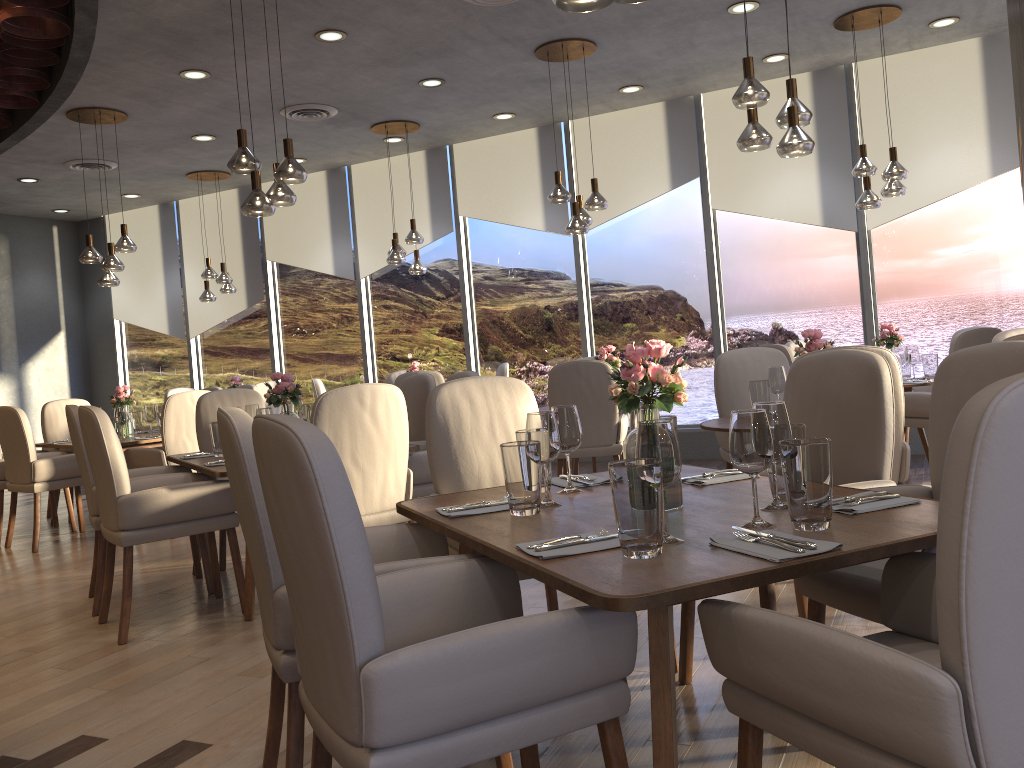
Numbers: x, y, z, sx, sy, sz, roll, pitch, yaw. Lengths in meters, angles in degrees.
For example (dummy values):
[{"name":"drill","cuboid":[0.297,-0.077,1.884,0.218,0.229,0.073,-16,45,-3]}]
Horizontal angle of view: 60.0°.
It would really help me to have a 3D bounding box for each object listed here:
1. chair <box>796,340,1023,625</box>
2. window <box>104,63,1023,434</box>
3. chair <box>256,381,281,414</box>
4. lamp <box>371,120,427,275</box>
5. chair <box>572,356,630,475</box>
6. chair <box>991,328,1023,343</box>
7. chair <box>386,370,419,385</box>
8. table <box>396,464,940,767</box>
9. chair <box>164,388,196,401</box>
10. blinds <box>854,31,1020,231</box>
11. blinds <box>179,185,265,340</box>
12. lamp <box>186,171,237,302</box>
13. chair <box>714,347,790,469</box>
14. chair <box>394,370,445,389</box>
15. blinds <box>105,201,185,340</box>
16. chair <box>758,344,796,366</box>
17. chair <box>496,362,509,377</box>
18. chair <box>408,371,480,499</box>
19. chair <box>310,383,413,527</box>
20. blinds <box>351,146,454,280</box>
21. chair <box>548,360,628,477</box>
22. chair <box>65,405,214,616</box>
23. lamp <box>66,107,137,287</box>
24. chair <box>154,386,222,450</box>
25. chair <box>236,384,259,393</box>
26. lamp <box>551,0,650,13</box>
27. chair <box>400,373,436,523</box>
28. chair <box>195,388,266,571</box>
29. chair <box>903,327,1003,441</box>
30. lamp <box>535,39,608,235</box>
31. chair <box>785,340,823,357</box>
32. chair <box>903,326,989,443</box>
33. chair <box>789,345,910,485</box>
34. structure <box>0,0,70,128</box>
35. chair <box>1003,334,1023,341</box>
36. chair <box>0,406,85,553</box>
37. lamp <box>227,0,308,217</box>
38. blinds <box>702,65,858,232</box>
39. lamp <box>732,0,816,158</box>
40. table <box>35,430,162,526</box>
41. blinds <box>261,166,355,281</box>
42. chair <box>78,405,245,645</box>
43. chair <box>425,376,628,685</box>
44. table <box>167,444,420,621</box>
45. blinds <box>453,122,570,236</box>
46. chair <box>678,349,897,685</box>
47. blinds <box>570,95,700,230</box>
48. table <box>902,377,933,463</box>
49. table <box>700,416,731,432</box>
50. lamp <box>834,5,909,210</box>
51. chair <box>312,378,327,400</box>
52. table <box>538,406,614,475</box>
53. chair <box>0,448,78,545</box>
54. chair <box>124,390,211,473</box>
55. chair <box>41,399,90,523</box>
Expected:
[{"name":"chair","cuboid":[1.061,0.411,2.182,0.600,1.000,0.528,-5,0,-21]},{"name":"window","cuboid":[1.404,-1.058,4.863,8.067,3.198,16.114,-5,2,-19]},{"name":"chair","cuboid":[-2.560,0.482,8.908,0.599,1.000,0.529,-4,1,40]},{"name":"lamp","cuboid":[-0.997,-1.654,7.990,0.439,1.326,0.440,-5,0,19]},{"name":"chair","cuboid":[0.659,0.288,6.867,0.528,1.000,0.600,-5,1,7]},{"name":"chair","cuboid":[2.476,0.240,3.843,0.528,1.000,0.599,-5,1,-14]},{"name":"chair","cuboid":[-0.959,0.365,8.519,0.528,1.000,0.599,-5,1,-12]},{"name":"table","cuboid":[0.370,0.633,2.178,0.965,0.666,1.306,-5,2,-23]},{"name":"chair","cuboid":[-3.436,0.528,9.667,0.599,1.000,0.529,-4,1,39]},{"name":"blinds","cuboid":[3.309,-2.613,6.952,1.172,2.681,0.007,-4,0,26]},{"name":"blinds","cuboid":[-3.393,-1.892,10.234,1.172,2.681,0.007,-4,0,26]},{"name":"lamp","cuboid":[-3.121,-1.524,9.278,0.439,1.326,0.440,-5,0,25]},{"name":"chair","cuboid":[1.359,0.303,4.708,0.528,1.000,0.600,-5,1,2]},{"name":"chair","cuboid":[-0.758,0.386,7.375,0.528,1.000,0.599,-5,1,-11]},{"name":"blinds","cuboid":[-4.513,-1.819,10.781,1.172,2.681,0.007,-4,0,26]},{"name":"chair","cuboid":[2.033,0.204,6.042,0.600,1.000,0.528,-5,0,-17]},{"name":"chair","cuboid":[-0.292,0.327,8.037,0.600,1.000,0.528,-5,0,-7]},{"name":"chair","cuboid":[-0.449,0.452,4.658,0.600,1.000,0.528,-5,1,-28]},{"name":"chair","cuboid":[-0.727,0.501,3.853,0.529,1.000,0.599,-5,1,-33]},{"name":"blinds","cuboid":[-1.190,-2.472,9.142,1.172,2.681,0.007,-4,0,26]},{"name":"chair","cuboid":[0.493,0.340,5.718,0.528,1.000,0.600,-5,1,7]},{"name":"chair","cuboid":[-1.883,0.574,4.476,0.600,1.000,0.528,-5,1,-28]},{"name":"lamp","cuboid":[-3.190,-1.440,6.935,0.440,1.326,0.439,-5,0,-25]},{"name":"chair","cuboid":[-2.786,0.543,7.635,0.527,1.000,0.600,-4,1,40]},{"name":"chair","cuboid":[-2.374,0.522,7.248,0.600,1.000,0.527,-5,1,-45]},{"name":"lamp","cuboid":[0.196,-1.557,2.153,0.439,1.326,0.439,-5,0,11]},{"name":"chair","cuboid":[-0.731,0.458,5.148,0.600,1.000,0.527,-5,1,-33]},{"name":"chair","cuboid":[-1.598,0.525,5.275,0.529,1.000,0.599,-5,1,-28]},{"name":"chair","cuboid":[2.791,0.156,5.626,0.528,1.000,0.599,-5,1,-20]},{"name":"lamp","cuboid":[0.433,-1.714,6.299,0.439,1.326,0.440,-5,0,28]},{"name":"chair","cuboid":[2.415,0.150,6.724,0.529,1.000,0.599,-5,1,-21]},{"name":"chair","cuboid":[3.148,0.102,6.352,0.600,1.000,0.528,-5,0,-16]},{"name":"chair","cuboid":[1.281,0.347,3.550,0.528,1.000,0.600,-5,1,3]},{"name":"structure","cuboid":[-3.709,-1.842,4.235,2.758,0.556,9.444,-6,2,-34]},{"name":"chair","cuboid":[2.065,0.301,3.042,0.600,1.000,0.528,-5,0,-17]},{"name":"chair","cuboid":[-3.265,0.627,6.283,0.527,1.000,0.600,-4,1,38]},{"name":"lamp","cuboid":[-1.295,-1.516,4.573,0.439,1.326,0.440,-5,0,31]},{"name":"blinds","cuboid":[2.191,-2.540,7.498,1.172,2.681,0.007,-4,0,26]},{"name":"lamp","cuboid":[1.182,-1.704,4.147,0.439,1.326,0.440,-5,0,33]},{"name":"table","cuboid":[-3.003,0.749,6.955,1.305,0.666,0.966,-3,2,43]},{"name":"blinds","cuboid":[-2.308,-2.399,9.687,1.172,2.681,0.007,-4,0,26]},{"name":"chair","cuboid":[-1.581,0.566,3.994,0.600,1.000,0.527,-5,1,-35]},{"name":"chair","cuboid":[0.009,0.471,2.943,0.529,1.000,0.599,-5,1,-21]},{"name":"table","cuboid":[-1.139,0.677,4.564,0.966,0.666,1.306,-5,2,-31]},{"name":"blinds","cuboid":[-0.084,-2.689,8.596,1.172,2.681,0.007,-4,0,26]},{"name":"chair","cuboid":[0.843,0.411,2.704,0.600,1.000,0.528,-5,1,-26]},{"name":"blinds","cuboid":[1.048,-2.763,8.043,1.172,2.681,0.007,-4,0,26]},{"name":"table","cuboid":[2.674,0.316,6.147,0.833,0.662,0.834,-4,1,13]},{"name":"table","cuboid":[1.331,0.492,4.146,0.834,0.662,0.834,-5,1,0]},{"name":"lamp","cuboid":[2.516,-1.879,6.143,0.439,1.326,0.439,-5,0,-7]},{"name":"chair","cuboid":[-1.442,0.425,7.905,0.600,1.000,0.528,-5,0,-8]},{"name":"table","cuboid":[0.586,0.481,6.287,0.834,0.662,0.833,-5,1,-14]},{"name":"chair","cuboid":[-3.694,0.649,6.656,0.600,1.000,0.527,-5,1,-45]},{"name":"chair","cuboid":[-2.411,0.554,6.388,0.599,1.000,0.529,-4,1,40]},{"name":"chair","cuboid":[-3.652,0.618,7.503,0.529,1.000,0.599,-5,1,-45]}]
